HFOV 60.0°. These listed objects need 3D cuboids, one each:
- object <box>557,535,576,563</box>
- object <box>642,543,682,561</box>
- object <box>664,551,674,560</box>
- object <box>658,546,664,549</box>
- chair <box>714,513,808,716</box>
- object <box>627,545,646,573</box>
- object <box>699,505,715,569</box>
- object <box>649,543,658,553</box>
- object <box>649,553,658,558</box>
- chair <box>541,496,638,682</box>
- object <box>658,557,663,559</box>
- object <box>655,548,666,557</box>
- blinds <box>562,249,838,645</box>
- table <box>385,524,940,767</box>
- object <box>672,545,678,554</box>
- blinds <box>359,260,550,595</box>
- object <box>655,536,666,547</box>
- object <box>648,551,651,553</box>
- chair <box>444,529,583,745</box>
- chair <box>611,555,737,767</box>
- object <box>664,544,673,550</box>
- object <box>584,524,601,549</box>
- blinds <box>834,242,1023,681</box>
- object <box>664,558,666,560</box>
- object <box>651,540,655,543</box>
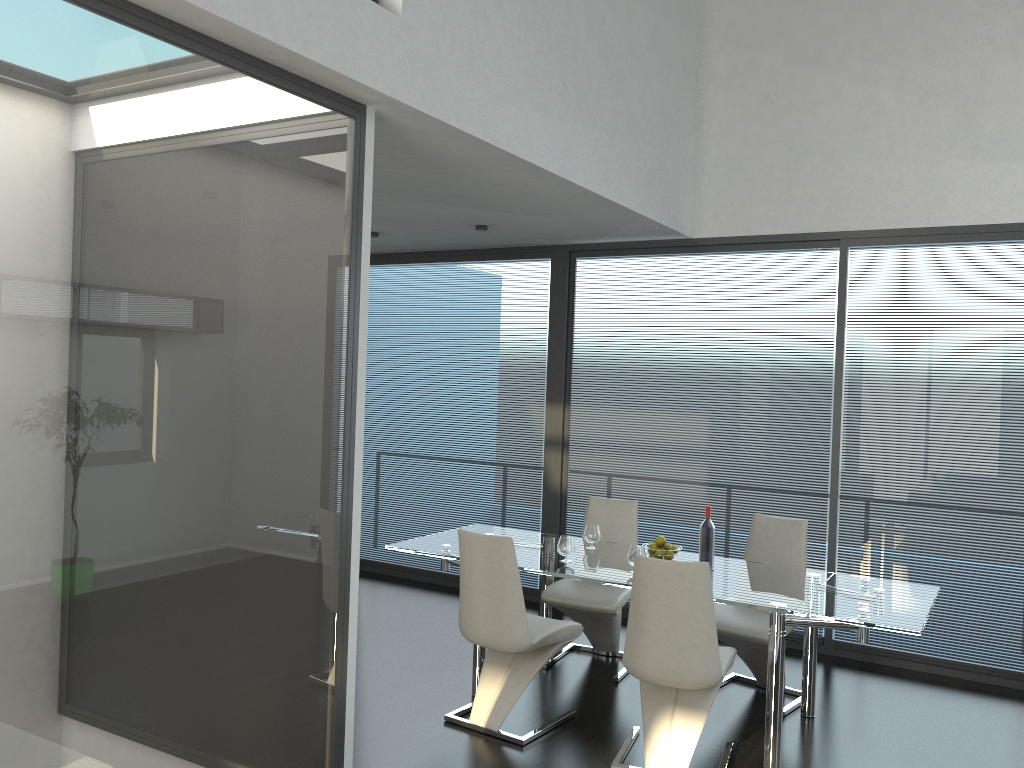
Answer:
[{"bbox_3d":[0.286,0.870,4.677,0.098,0.132,0.098,2,1,-40],"label":"object"},{"bbox_3d":[0.779,0.897,4.611,0.206,0.105,0.206,2,1,-15],"label":"object"},{"bbox_3d":[0.808,0.883,4.568,0.054,0.055,0.053,2,1,-5],"label":"object"},{"bbox_3d":[0.781,0.854,4.637,0.040,0.038,0.040,2,1,1],"label":"object"},{"bbox_3d":[1.328,1.226,4.820,0.471,0.959,0.612,3,1,40],"label":"chair"},{"bbox_3d":[0.630,0.884,4.476,0.098,0.132,0.098,2,1,-40],"label":"object"},{"bbox_3d":[1.019,0.799,4.632,0.082,0.326,0.082,2,1,-39],"label":"object"},{"bbox_3d":[0.735,0.852,4.606,0.050,0.054,0.055,2,1,-1],"label":"object"},{"bbox_3d":[0.731,0.894,4.588,0.045,0.042,0.045,2,1,25],"label":"object"},{"bbox_3d":[0.502,1.191,5.299,0.471,0.959,0.612,2,1,25],"label":"chair"},{"bbox_3d":[0.761,0.913,4.635,0.061,0.056,0.059,2,1,-15],"label":"object"},{"bbox_3d":[0.763,0.867,4.559,0.054,0.048,0.055,2,1,23],"label":"object"},{"bbox_3d":[1.222,0.369,6.134,1.874,2.537,0.018,2,1,30],"label":"blinds"},{"bbox_3d":[0.692,1.316,4.663,2.720,0.731,0.940,2,1,30],"label":"table"},{"bbox_3d":[0.844,0.863,4.619,0.047,0.048,0.047,2,1,-8],"label":"object"},{"bbox_3d":[-0.532,0.296,7.148,1.787,2.537,0.018,2,1,30],"label":"blinds"},{"bbox_3d":[0.773,0.818,4.608,0.055,0.056,0.055,2,1,30],"label":"object"},{"bbox_3d":[0.736,0.874,4.651,0.047,0.045,0.047,2,1,34],"label":"object"},{"bbox_3d":[0.011,1.182,4.409,0.471,0.959,0.612,2,1,35],"label":"chair"},{"bbox_3d":[0.748,1.213,3.998,0.471,0.959,0.612,2,1,20],"label":"chair"},{"bbox_3d":[0.810,0.849,4.593,0.044,0.043,0.040,3,1,45],"label":"object"},{"bbox_3d":[0.459,0.872,5.069,0.098,0.132,0.098,2,1,-40],"label":"object"},{"bbox_3d":[2.905,0.439,5.160,1.874,2.537,0.018,2,1,30],"label":"blinds"},{"bbox_3d":[0.811,0.920,4.611,0.048,0.048,0.048,3,1,41],"label":"object"},{"bbox_3d":[0.757,0.841,4.667,0.047,0.045,0.047,2,1,31],"label":"object"}]
